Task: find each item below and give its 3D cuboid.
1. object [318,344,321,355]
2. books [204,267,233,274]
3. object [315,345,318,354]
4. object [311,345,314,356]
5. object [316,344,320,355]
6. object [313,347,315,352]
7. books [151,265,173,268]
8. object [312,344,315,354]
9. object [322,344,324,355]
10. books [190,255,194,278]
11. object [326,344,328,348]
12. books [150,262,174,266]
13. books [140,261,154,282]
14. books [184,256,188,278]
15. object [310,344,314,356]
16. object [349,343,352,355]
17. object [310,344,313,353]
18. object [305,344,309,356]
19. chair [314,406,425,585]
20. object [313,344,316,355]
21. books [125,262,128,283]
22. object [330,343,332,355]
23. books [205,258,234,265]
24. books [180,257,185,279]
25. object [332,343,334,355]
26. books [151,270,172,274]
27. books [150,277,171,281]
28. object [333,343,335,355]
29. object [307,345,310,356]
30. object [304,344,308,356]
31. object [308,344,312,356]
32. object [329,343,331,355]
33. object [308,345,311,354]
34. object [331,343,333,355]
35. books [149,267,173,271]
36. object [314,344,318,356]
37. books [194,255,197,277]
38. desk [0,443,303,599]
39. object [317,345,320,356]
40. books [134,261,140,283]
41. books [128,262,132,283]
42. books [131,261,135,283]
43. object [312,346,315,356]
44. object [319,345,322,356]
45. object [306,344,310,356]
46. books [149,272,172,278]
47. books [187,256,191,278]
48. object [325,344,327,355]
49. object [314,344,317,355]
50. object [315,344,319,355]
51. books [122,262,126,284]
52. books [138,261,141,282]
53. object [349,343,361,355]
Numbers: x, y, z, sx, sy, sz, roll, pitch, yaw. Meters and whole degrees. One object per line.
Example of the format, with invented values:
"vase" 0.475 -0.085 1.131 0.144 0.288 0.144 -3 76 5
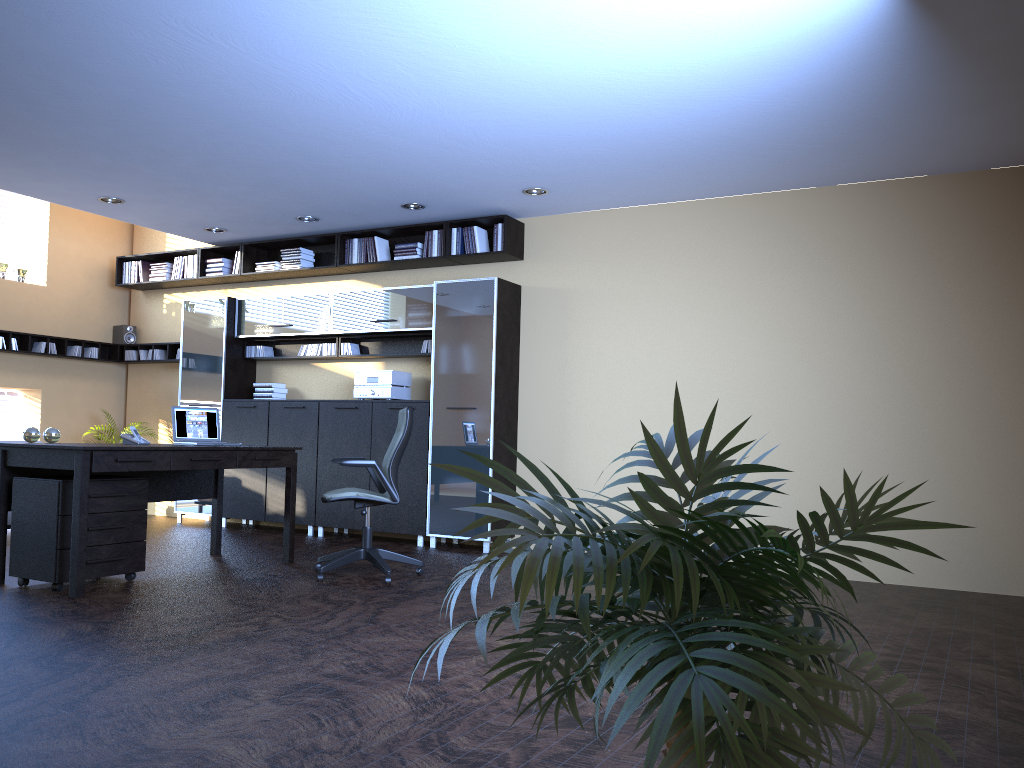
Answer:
"object" -1.917 -0.343 9.030 0.036 0.116 0.140 0 -3 28
"books" -3.179 -1.226 9.660 0.258 0.050 0.208 0 -4 28
"object" -1.949 -0.342 9.056 0.040 0.118 0.142 0 -3 28
"object" -1.995 -0.342 9.078 0.040 0.118 0.142 0 -3 28
"object" -1.933 -0.342 9.044 0.040 0.118 0.142 0 -3 28
"object" -1.978 -0.342 9.065 0.036 0.116 0.140 0 -3 28
"books" -3.929 -1.318 10.082 0.258 0.028 0.208 0 -4 28
"object" -1.989 -0.342 9.067 0.036 0.116 0.140 0 -3 28
"object" -1.876 -0.343 9.008 0.009 0.120 0.142 0 -3 28
"books" -3.465 -1.278 9.814 0.050 0.258 0.208 0 -3 29
"object" -1.831 -0.343 8.985 0.009 0.120 0.142 0 -3 28
"books" -3.948 -1.346 10.092 0.258 0.028 0.208 0 -4 28
"books" -4.183 -1.273 10.204 0.075 0.259 0.208 0 -3 27
"books" -3.553 -1.277 9.870 0.050 0.258 0.208 0 -3 29
"object" -2.005 -0.342 9.080 0.040 0.118 0.142 0 -3 28
"object" -1.568 -0.343 8.847 0.036 0.116 0.140 0 -3 28
"object" -2.013 -0.342 9.086 0.036 0.116 0.140 0 -3 28
"object" -2.059 -0.342 9.107 0.040 0.118 0.142 0 -3 28
"chair" -0.989 0.757 6.330 0.769 1.214 0.833 2 -2 -15
"object" -1.972 -0.343 9.057 0.040 0.118 0.142 0 -3 28
"books" -4.402 -1.272 10.326 0.050 0.258 0.208 0 -3 28
"object" -1.787 -0.344 8.962 0.009 0.120 0.142 0 -3 28
"books" -3.181 -1.327 9.673 0.258 0.050 0.208 0 -4 28
"books" -3.606 -1.276 9.909 0.075 0.259 0.208 0 -3 28
"object" -1.761 -0.344 8.946 0.009 0.120 0.142 0 -3 28
"books" -3.930 -1.261 10.085 0.258 0.028 0.208 0 -4 28
"books" -3.943 -1.170 10.069 0.258 0.050 0.208 0 -4 29
"object" -1.752 -0.344 8.942 0.009 0.120 0.142 0 -3 28
"object" -2.041 -0.342 9.098 0.036 0.116 0.140 0 -3 28
"object" -2.068 -0.342 9.112 0.040 0.118 0.142 0 -3 28
"object" -2.024 -0.342 9.087 0.040 0.118 0.142 0 -3 28
"object" -1.797 -0.344 8.965 0.009 0.120 0.142 0 -3 28
"object" -2.031 -0.342 9.095 0.036 0.116 0.140 0 -3 28
"object" -1.775 -0.343 8.962 0.009 0.120 0.142 0 -3 28
"books" -3.948 -1.291 10.073 0.258 0.028 0.208 0 -4 29
"object" -1.960 -0.342 9.058 0.040 0.118 0.142 0 -3 28
"books" -3.419 -1.278 9.790 0.050 0.258 0.208 0 -3 28
"desk" -2.467 0.874 6.217 0.914 0.889 1.897 0 -3 28
"object" -1.924 -0.343 9.038 0.040 0.118 0.142 0 -3 28
"books" -4.265 -1.273 10.251 0.050 0.258 0.208 0 -3 28
"books" -4.361 -1.273 10.292 0.050 0.258 0.208 0 -3 27
"books" -4.311 -1.273 10.275 0.050 0.258 0.208 0 -3 29
"object" -1.978 -0.342 9.067 0.040 0.118 0.142 0 -3 28
"object" -1.907 -0.343 9.027 0.040 0.118 0.142 0 -3 28
"object" -2.048 -0.342 9.105 0.036 0.116 0.140 0 -3 28
"books" -3.948 -1.221 10.080 0.258 0.050 0.208 0 -4 27
"books" -3.507 -1.277 9.845 0.050 0.258 0.208 0 -3 28
"object" -1.842 -0.343 8.987 0.009 0.120 0.142 0 -3 28
"object" -1.962 -0.342 9.053 0.036 0.116 0.140 0 -3 28
"object" -1.944 -0.343 9.045 0.040 0.118 0.142 0 -3 28
"books" -4.449 -1.272 10.348 0.050 0.258 0.208 0 -3 28
"books" -4.208 -1.273 10.223 0.075 0.259 0.208 0 -3 28
"object" -1.567 -0.343 8.849 0.040 0.118 0.142 0 -3 28
